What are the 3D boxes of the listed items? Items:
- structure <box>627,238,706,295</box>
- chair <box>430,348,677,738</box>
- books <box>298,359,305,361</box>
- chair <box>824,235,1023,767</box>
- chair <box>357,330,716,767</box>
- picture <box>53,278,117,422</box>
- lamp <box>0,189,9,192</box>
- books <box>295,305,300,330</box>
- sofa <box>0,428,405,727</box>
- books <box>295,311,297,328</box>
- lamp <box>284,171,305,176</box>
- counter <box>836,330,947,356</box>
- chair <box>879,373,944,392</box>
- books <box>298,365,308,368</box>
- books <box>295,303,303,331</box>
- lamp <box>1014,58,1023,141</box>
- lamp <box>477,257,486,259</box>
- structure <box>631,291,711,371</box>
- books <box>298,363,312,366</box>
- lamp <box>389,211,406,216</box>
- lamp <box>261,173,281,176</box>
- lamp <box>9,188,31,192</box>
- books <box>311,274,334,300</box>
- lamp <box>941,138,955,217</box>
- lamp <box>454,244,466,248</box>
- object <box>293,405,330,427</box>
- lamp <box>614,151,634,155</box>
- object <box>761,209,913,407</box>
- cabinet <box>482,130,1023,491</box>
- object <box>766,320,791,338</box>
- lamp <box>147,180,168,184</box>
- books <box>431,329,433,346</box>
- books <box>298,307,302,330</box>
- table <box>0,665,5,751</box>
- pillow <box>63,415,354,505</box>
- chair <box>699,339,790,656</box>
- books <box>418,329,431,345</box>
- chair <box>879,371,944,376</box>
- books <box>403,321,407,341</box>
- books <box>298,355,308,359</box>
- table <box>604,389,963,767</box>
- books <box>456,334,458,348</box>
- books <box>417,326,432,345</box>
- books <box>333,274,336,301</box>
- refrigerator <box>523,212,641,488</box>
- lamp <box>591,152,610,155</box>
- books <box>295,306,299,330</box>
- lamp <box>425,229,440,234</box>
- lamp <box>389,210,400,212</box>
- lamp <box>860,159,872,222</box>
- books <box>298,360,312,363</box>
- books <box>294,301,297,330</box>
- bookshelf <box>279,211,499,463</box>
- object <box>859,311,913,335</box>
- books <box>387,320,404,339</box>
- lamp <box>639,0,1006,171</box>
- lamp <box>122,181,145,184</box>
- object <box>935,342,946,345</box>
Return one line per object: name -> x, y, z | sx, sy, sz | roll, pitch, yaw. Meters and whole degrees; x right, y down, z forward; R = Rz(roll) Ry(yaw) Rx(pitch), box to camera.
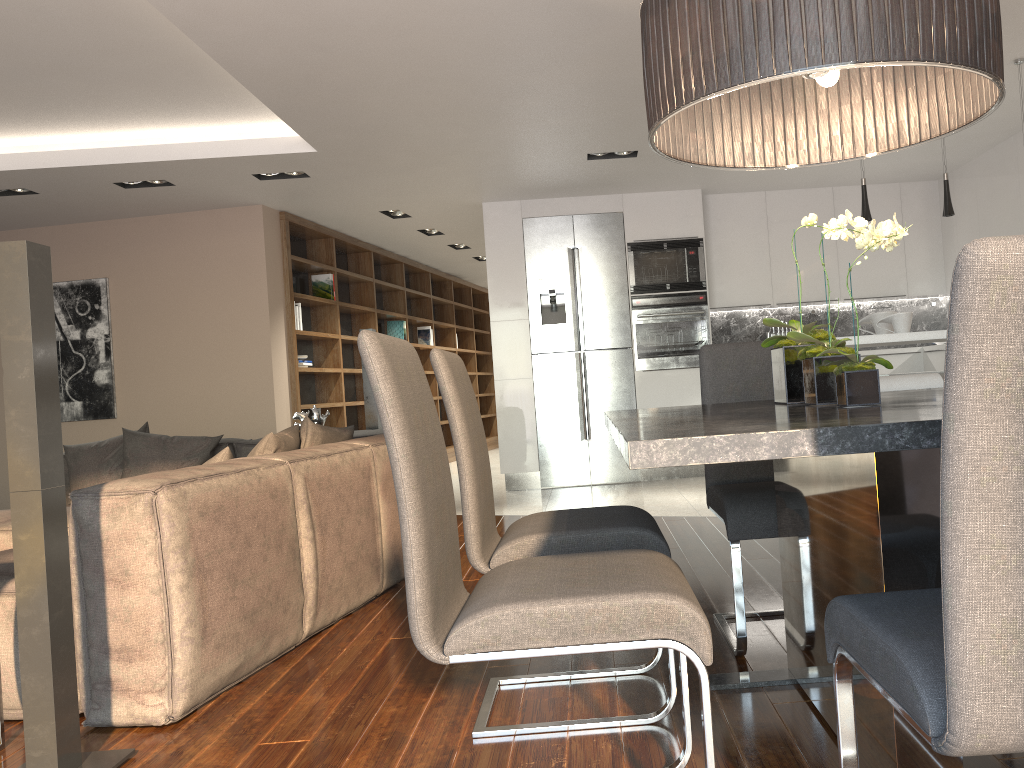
structure -> 1.371, -1.021, 7.947 | 0.660, 0.450, 0.612 | -4, -1, 1
chair -> 0.122, 0.373, 2.373 | 0.572, 0.964, 0.427 | -4, -1, 1
books -> -1.932, -0.207, 7.694 | 0.145, 0.023, 0.224 | -4, -1, 9
chair -> 0.698, 0.321, 1.175 | 0.427, 0.964, 0.572 | -4, -1, 2
chair -> 0.063, 0.369, 1.673 | 0.572, 0.964, 0.427 | -4, -1, 1
picture -> -3.675, -0.272, 7.322 | 0.740, 1.165, 0.029 | -4, -1, 8
lamp -> -3.672, -1.394, 6.230 | 0.175, 0.077, 0.179 | -4, -1, 8
books -> -1.912, -0.565, 7.596 | 0.149, 0.222, 0.023 | -4, -1, 8
sofa -> -1.905, 0.655, 3.762 | 2.685, 0.704, 2.533 | -4, -1, 11
books -> -1.918, -0.565, 7.524 | 0.149, 0.222, 0.023 | -4, -1, 8
lamp -> -1.558, -1.538, 6.288 | 0.186, 0.077, 0.168 | -3, -1, -33
counter -> 2.829, -0.268, 6.265 | 2.690, 0.041, 4.035 | -4, -1, 3
chair -> 1.766, 0.361, 3.972 | 0.420, 0.800, 0.431 | -4, -1, 2
books -> -1.873, -0.146, 7.710 | 0.160, 0.022, 0.198 | -4, -1, -18
books -> -1.911, -0.575, 7.637 | 0.172, 0.244, 0.019 | -4, -1, 9
lamp -> 2.858, -1.385, 4.904 | 0.058, 0.845, 0.058 | -4, -1, 2
lamp -> -0.337, -1.572, 10.813 | 0.173, 0.077, 0.180 | -4, -1, 12
structure -> 1.406, -0.457, 7.893 | 0.665, 0.651, 0.650 | -4, -1, 2
books -> -1.872, -0.167, 7.692 | 0.174, 0.019, 0.244 | -4, -1, 3
lamp -> -1.017, -1.557, 7.930 | 0.187, 0.077, 0.167 | -3, -1, -42
lamp -> -1.738, -1.526, 6.283 | 0.175, 0.077, 0.179 | -4, -1, 8
lamp -> -3.492, -1.406, 6.235 | 0.178, 0.077, 0.175 | -4, -1, -3
books -> -1.775, -0.901, 8.260 | 0.189, 0.248, 0.044 | -4, -1, 9
lamp -> 2.396, -1.354, 4.891 | 0.058, 0.845, 0.058 | -4, -1, 2
lamp -> -0.565, -1.567, 9.847 | 0.173, 0.077, 0.180 | -4, -1, 12
object -> -1.195, 0.270, 5.345 | 0.298, 0.287, 0.271 | -4, -1, -28
lamp -> 0.810, -1.699, 6.349 | 0.182, 0.077, 0.171 | -4, -1, -15
object -> 0.806, -0.207, 2.139 | 0.312, 0.501, 0.571 | -4, -1, 0
cabinet -> 1.812, -0.486, 4.802 | 4.444, 2.501, 6.929 | -4, -1, 3
object -> 2.463, -0.413, 8.040 | 0.289, 0.336, 0.060 | -4, -1, 3
lamp -> -2.530, -1.472, 6.261 | 0.178, 0.077, 0.175 | -4, -1, -3
books -> -1.070, -0.578, 11.051 | 0.152, 0.205, 0.021 | -4, -1, 9
books -> -1.897, -0.559, 7.616 | 0.152, 0.205, 0.021 | -4, -1, 9
table -> -1.666, 0.694, 2.081 | 0.601, 0.563, 0.450 | -4, -1, 1
pillow -> -1.361, 0.369, 4.169 | 1.113, 0.431, 1.991 | -3, -1, -36
chair -> 0.863, 0.328, 2.876 | 0.427, 0.964, 0.572 | -4, -1, 2
books -> -1.092, -0.577, 10.967 | 0.152, 0.205, 0.022 | -4, -1, 9
chair -> 2.296, 0.335, 5.002 | 0.420, 0.800, 0.431 | -4, -1, 2
books -> -1.307, -0.592, 10.089 | 0.190, 0.245, 0.028 | -4, -1, 9
books -> -1.878, -0.231, 7.711 | 0.160, 0.020, 0.198 | -4, -1, -18
table -> 0.773, 0.427, 2.033 | 1.040, 0.760, 1.604 | -4, -1, 3
books -> -0.828, -0.583, 12.122 | 0.152, 0.205, 0.021 | -4, -1, 9
books -> -1.091, -0.595, 10.988 | 0.172, 0.244, 0.019 | -4, -1, 9
books -> -1.760, -0.904, 8.315 | 0.175, 0.251, 0.024 | -4, -1, 9
refrigerator -> 0.629, -0.293, 7.889 | 0.874, 2.343, 0.583 | -4, -1, 0
lamp -> 0.630, -1.687, 6.344 | 0.177, 0.077, 0.177 | -4, -1, 2
books -> -1.904, -0.559, 7.543 | 0.152, 0.205, 0.021 | -4, -1, 9
lamp -> -0.792, -1.562, 8.890 | 0.187, 0.077, 0.167 | -3, -1, -42
lamp -> -1.059, -1.556, 7.752 | 0.187, 0.077, 0.167 | -3, -1, -43
lamp -> 1.935, -1.323, 4.878 | 0.058, 0.845, 0.058 | -4, -1, 2
books -> -1.880, -0.188, 7.696 | 0.159, 0.023, 0.236 | -4, -1, 13
books -> -1.925, -0.576, 7.480 | 0.172, 0.244, 0.019 | -4, -1, 9
bookshelf -> -1.188, -0.215, 10.629 | 0.285, 2.490, 6.676 | -4, -1, 13
object -> 1.950, -0.314, 4.587 | 0.187, 0.133, 0.439 | -4, -1, 4
books -> -1.333, -0.598, 10.071 | 0.197, 0.260, 0.015 | -4, -1, 9
lamp -> 0.681, -1.151, 2.068 | 0.772, 1.102, 0.836 | -4, -1, 26
lamp -> -2.711, -1.459, 6.256 | 0.175, 0.077, 0.179 | -4, -1, 8
object -> 3.982, -0.467, 7.922 | 0.349, 0.234, 0.561 | -4, -1, 12
